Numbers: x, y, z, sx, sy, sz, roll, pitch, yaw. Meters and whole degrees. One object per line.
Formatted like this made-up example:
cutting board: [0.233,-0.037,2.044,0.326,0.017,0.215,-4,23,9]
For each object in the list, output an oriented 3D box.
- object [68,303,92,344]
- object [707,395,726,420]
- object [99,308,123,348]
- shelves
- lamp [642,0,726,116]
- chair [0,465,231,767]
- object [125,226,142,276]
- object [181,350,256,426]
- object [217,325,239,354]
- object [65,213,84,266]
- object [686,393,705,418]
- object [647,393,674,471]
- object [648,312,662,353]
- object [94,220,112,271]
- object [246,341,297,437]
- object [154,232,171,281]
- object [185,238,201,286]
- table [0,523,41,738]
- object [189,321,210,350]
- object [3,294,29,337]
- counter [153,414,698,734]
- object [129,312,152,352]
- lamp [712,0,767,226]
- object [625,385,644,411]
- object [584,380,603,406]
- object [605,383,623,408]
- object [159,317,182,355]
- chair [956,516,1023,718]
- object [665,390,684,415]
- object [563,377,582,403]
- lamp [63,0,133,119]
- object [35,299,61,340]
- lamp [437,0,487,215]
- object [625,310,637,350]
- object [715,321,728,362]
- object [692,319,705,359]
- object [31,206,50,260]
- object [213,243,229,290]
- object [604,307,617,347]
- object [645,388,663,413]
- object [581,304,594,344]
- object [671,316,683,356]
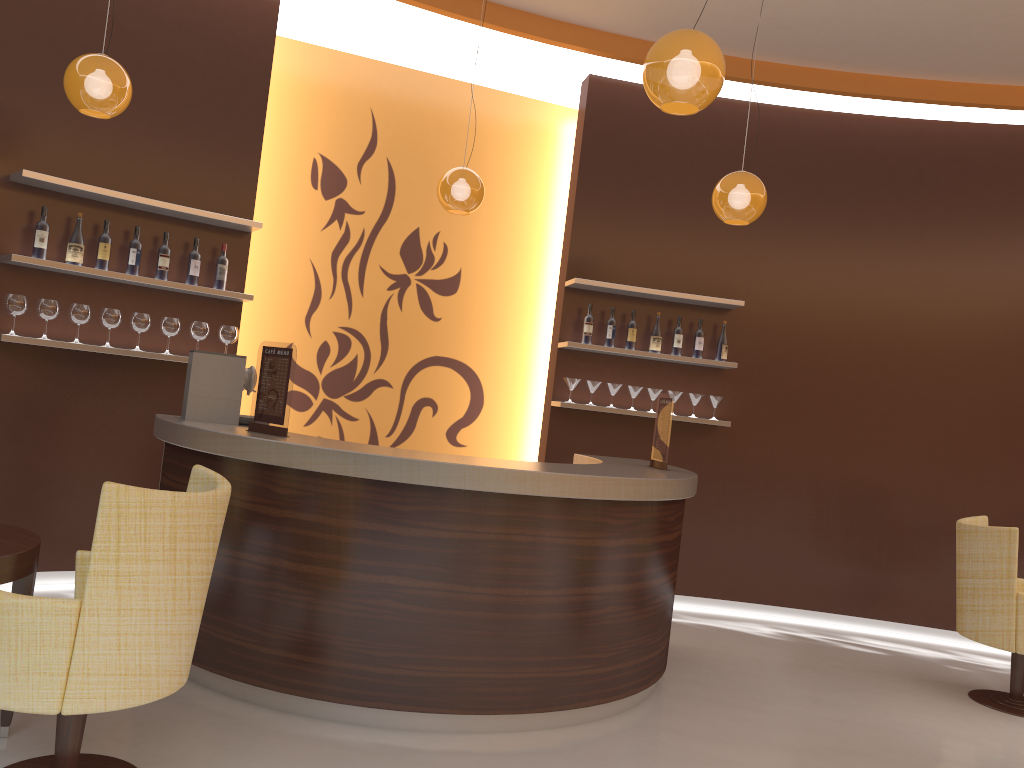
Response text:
object: [-2.428,-0.335,4.970,0.125,0.221,0.125,8,-2,-44]
object: [1.476,0.177,6.449,0.137,0.174,0.137,7,-1,-4]
object: [-2.300,-0.318,5.070,0.125,0.221,0.125,8,-2,-44]
shelves: [-0.611,-0.416,5.736,4.744,0.902,0.586,7,-1,-22]
lamp: [0.698,-1.747,3.247,0.299,1.500,0.299,7,-1,-1]
chair: [-1.304,0.770,2.797,0.685,1.017,0.729,7,-1,-1]
object: [-2.184,-0.765,5.136,0.073,0.297,0.073,6,-1,31]
object: [-1.427,0.022,4.435,0.373,0.340,0.270,7,-1,-24]
object: [-1.752,-0.246,5.449,0.125,0.221,0.125,8,-2,-44]
object: [-2.427,-0.803,4.947,0.086,0.303,0.086,7,-1,0]
object: [1.323,0.159,6.432,0.137,0.174,0.137,8,-2,-44]
object: [0.829,0.259,4.890,0.052,0.414,0.258,7,-1,-10]
object: [1.043,-0.366,6.404,0.086,0.303,0.086,7,-1,5]
object: [-2.315,-0.783,5.035,0.073,0.297,0.073,7,-1,-10]
object: [-1.071,0.017,3.972,0.258,0.414,0.052,6,-1,35]
object: [-2.053,-0.748,5.229,0.073,0.297,0.073,6,-1,31]
object: [-1.910,-0.729,5.327,0.073,0.297,0.073,6,-1,18]
table: [-2.113,0.849,2.971,0.874,0.679,0.872,7,-1,-23]
object: [-1.898,-0.265,5.365,0.125,0.221,0.125,8,-2,-44]
object: [-2.670,-0.367,4.759,0.125,0.221,0.125,8,-2,-44]
counter: [-0.230,0.886,4.350,2.917,1.100,1.586,7,-1,-24]
object: [-2.172,-0.301,5.170,0.125,0.221,0.125,8,-2,-44]
lamp: [1.332,-1.639,4.929,0.299,1.500,0.299,6,-1,39]
object: [0.872,0.105,6.373,0.137,0.174,0.137,7,-1,-4]
object: [0.570,0.067,6.321,0.137,0.174,0.137,7,-1,-14]
object: [0.721,0.085,6.352,0.137,0.174,0.137,7,-1,-4]
object: [-2.036,-0.283,5.267,0.125,0.221,0.125,8,-2,-44]
chair: [2.851,1.303,5.025,0.685,1.017,0.729,6,-1,18]
object: [1.167,0.140,6.417,0.137,0.174,0.137,7,-1,-4]
object: [0.419,0.048,6.290,0.137,0.174,0.137,7,-1,-14]
lamp: [-1.902,-2.032,4.246,0.299,1.500,0.299,7,-1,-1]
object: [-2.552,-0.352,4.865,0.125,0.221,0.125,8,-2,-44]
lamp: [-0.247,-1.811,5.535,0.299,1.500,0.299,6,-1,39]
object: [0.860,-0.383,6.369,0.073,0.297,0.073,6,-1,18]
object: [1.532,-0.308,6.449,0.086,0.303,0.086,6,-1,35]
object: [1.357,-0.323,6.434,0.073,0.297,0.073,7,-1,-31]
object: [-2.553,-0.815,4.814,0.073,0.297,0.073,6,-1,31]
object: [-1.773,-0.711,5.417,0.073,0.297,0.073,6,-1,31]
object: [0.709,-0.401,6.338,0.073,0.297,0.073,7,-1,-31]
object: [1.016,0.122,6.398,0.137,0.174,0.137,7,-1,-4]
object: [0.543,-0.422,6.301,0.073,0.297,0.073,7,-1,-31]
object: [1.200,-0.342,6.416,0.073,0.297,0.073,7,-1,-31]
